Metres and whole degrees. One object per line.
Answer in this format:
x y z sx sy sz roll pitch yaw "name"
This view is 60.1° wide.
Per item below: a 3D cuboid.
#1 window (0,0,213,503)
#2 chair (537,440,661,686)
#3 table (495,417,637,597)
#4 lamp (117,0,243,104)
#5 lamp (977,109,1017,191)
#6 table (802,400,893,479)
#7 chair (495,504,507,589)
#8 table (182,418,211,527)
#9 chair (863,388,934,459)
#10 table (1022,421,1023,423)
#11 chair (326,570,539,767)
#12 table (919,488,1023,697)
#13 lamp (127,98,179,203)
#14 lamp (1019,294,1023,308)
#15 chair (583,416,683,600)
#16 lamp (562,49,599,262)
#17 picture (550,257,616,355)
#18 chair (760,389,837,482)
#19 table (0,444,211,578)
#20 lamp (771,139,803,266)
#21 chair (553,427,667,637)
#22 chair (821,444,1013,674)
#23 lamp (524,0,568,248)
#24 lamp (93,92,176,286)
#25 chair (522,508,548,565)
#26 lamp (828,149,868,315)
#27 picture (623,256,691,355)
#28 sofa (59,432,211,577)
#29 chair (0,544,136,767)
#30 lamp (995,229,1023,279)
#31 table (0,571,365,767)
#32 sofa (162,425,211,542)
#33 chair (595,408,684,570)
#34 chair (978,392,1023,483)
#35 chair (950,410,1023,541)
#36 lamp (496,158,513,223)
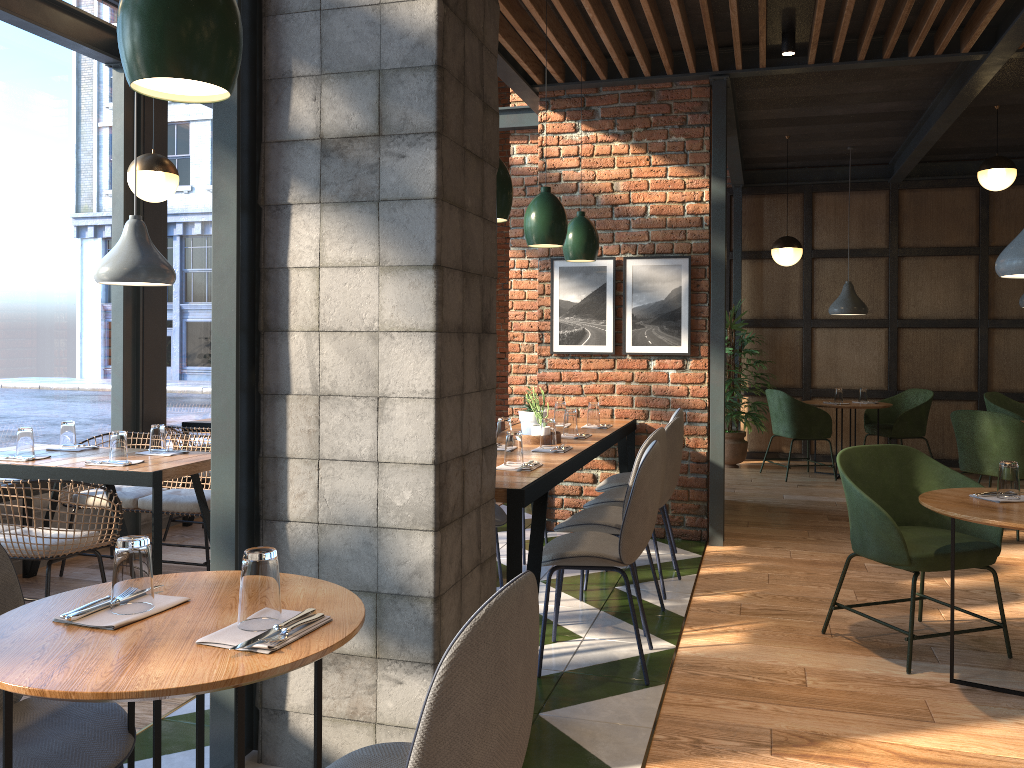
-3.099 -2.107 3.331 0.127 5.596 8.728 0 2 16 "window"
0.332 0.661 3.508 0.507 0.887 0.418 1 1 12 "chair"
0.105 0.671 4.463 0.658 0.765 2.775 1 3 16 "table"
-0.622 -1.566 1.678 0.224 2.021 0.224 0 0 19 "lamp"
3.764 -3.391 6.849 0.268 3.793 0.268 0 0 -5 "lamp"
3.162 0.524 8.381 0.807 0.687 0.808 -1 2 -34 "table"
-0.274 0.617 4.285 0.507 0.887 0.418 1 1 12 "chair"
-1.523 0.605 6.102 1.271 0.706 0.658 1 2 16 "table"
3.692 0.456 8.473 0.515 0.818 0.639 0 1 -9 "chair"
3.777 0.639 6.246 0.807 0.687 0.808 -1 2 -33 "table"
-0.211 0.760 1.563 0.508 0.887 0.418 1 1 22 "chair"
1.914 0.786 3.208 0.807 0.687 0.808 -1 3 -44 "table"
-1.979 -2.904 4.907 0.268 3.793 0.268 0 0 -16 "lamp"
3.787 -2.783 6.229 0.353 4.489 0.353 0 0 -39 "lamp"
0.628 0.605 4.617 0.508 0.887 0.418 1 1 23 "chair"
0.420 -1.751 5.337 0.224 2.021 0.224 0 0 19 "lamp"
0.462 -0.510 5.791 0.430 0.631 0.015 1 0 16 "picture"
2.677 0.460 8.290 0.515 0.818 0.639 0 1 -9 "chair"
-2.049 0.698 4.254 1.271 0.706 0.658 1 2 16 "table"
2.467 -2.948 7.906 0.268 3.793 0.268 0 0 -31 "lamp"
0.449 0.633 4.071 0.508 0.887 0.418 1 1 22 "chair"
1.698 0.693 3.724 0.638 0.818 0.515 0 1 -19 "chair"
0.176 -1.708 4.480 0.224 2.021 0.224 0 0 19 "lamp"
-1.721 -2.703 4.069 0.353 4.489 0.353 0 0 -22 "lamp"
-0.035 0.567 5.279 0.508 0.887 0.418 1 1 22 "chair"
3.185 -2.897 8.346 0.353 4.489 0.353 0 0 -39 "lamp"
0.924 -0.500 5.660 0.430 0.631 0.015 1 0 16 "picture"
-1.895 0.658 4.795 1.092 0.733 0.471 1 1 16 "sofa"
-1.060 0.740 1.838 0.507 0.887 0.418 1 1 17 "chair"
1.961 -2.636 3.196 0.353 4.489 0.353 0 0 -39 "lamp"
-0.636 0.821 1.689 0.699 0.747 0.700 1 2 26 "table"
-1.677 0.619 5.561 1.092 0.733 0.471 1 1 16 "sofa"
0.739 0.578 5.154 0.507 0.887 0.418 1 1 12 "chair"
4.526 0.492 7.894 0.638 0.818 0.515 -1 2 -42 "chair"
3.333 0.582 6.032 0.515 0.818 0.639 0 1 -29 "chair"
-0.101 -1.659 3.506 0.224 2.021 0.224 0 0 19 "lamp"
